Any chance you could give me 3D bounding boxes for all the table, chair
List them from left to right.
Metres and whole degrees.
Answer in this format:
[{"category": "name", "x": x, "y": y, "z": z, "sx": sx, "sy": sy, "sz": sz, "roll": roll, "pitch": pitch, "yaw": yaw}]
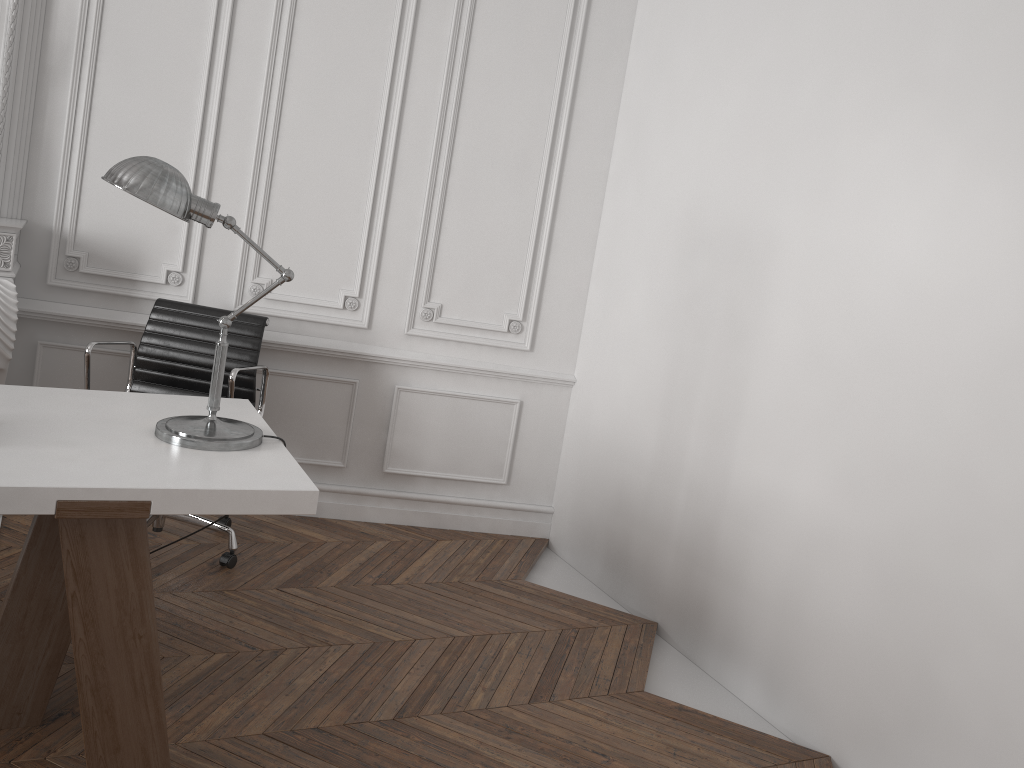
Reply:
[{"category": "table", "x": -1.858, "y": 0.423, "z": 1.861, "sx": 2.612, "sy": 0.744, "sz": 0.911, "roll": 5, "pitch": 9, "yaw": -28}, {"category": "chair", "x": -1.316, "y": 0.180, "z": 3.351, "sx": 0.693, "sy": 0.917, "sz": 0.674, "roll": 9, "pitch": 6, "yaw": -4}]

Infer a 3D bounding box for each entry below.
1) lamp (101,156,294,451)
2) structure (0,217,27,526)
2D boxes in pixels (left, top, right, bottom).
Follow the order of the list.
[{"category": "lamp", "x": -0.817, "y": -0.206, "z": 2.260, "sx": 0.486, "sy": 0.695, "sz": 0.272, "roll": 6, "pitch": 6, "yaw": -28}, {"category": "structure", "x": -2.614, "y": -0.073, "z": 3.047, "sx": 1.599, "sy": 1.176, "sz": 0.818, "roll": 5, "pitch": 7, "yaw": -28}]
